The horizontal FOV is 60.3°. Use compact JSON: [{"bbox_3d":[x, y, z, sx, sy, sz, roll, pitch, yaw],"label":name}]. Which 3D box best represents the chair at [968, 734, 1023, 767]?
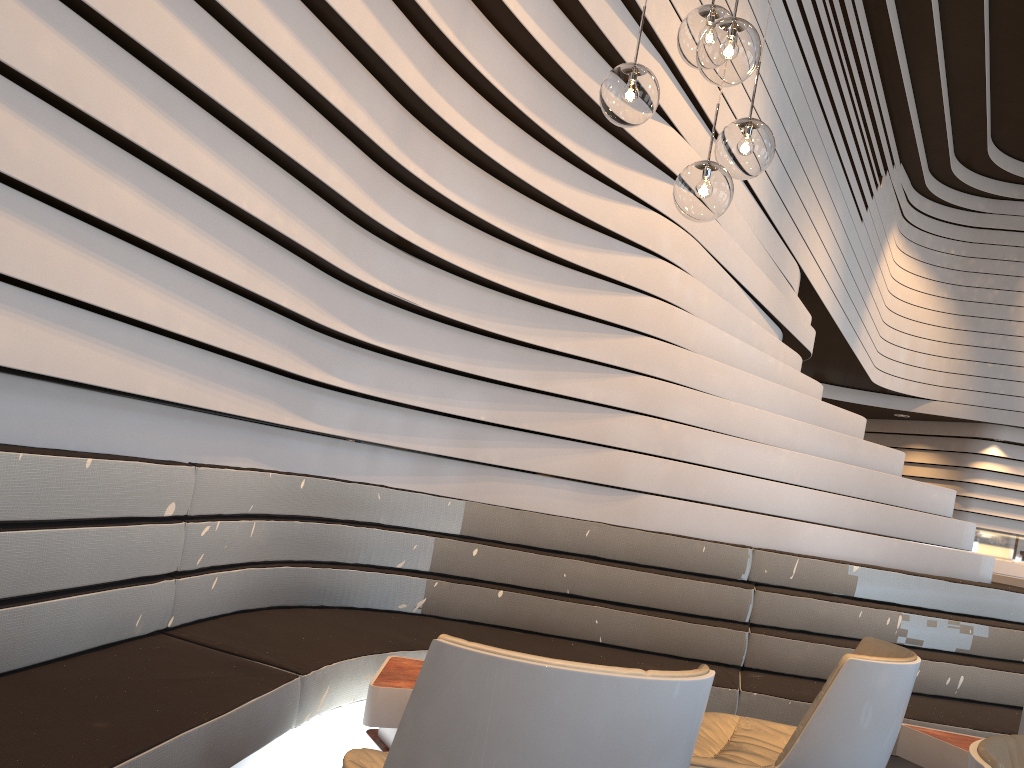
[{"bbox_3d":[0.948,0.964,1.187,0.658,0.765,0.711,11,-3,-21],"label":"chair"}]

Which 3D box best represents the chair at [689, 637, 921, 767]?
[{"bbox_3d":[0.707,1.062,2.501,0.709,0.765,0.660,9,-3,29],"label":"chair"}]

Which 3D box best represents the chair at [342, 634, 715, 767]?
[{"bbox_3d":[-0.004,0.859,1.778,0.658,0.765,0.711,11,-3,-17],"label":"chair"}]

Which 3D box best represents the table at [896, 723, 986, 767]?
[{"bbox_3d":[1.909,1.548,3.198,0.905,0.370,0.415,10,-3,2],"label":"table"}]

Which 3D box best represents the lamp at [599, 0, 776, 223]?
[{"bbox_3d":[0.875,-2.802,2.422,0.532,4.710,0.333,10,0,-9],"label":"lamp"}]

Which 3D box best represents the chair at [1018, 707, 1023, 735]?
[{"bbox_3d":[1.691,1.221,2.374,0.655,0.765,0.714,8,-4,45],"label":"chair"}]

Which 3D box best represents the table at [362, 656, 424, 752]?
[{"bbox_3d":[-0.120,1.165,2.953,0.909,0.370,0.414,12,-4,-24],"label":"table"}]

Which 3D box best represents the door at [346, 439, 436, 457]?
[{"bbox_3d":[-0.804,0.527,6.303,0.968,2.103,0.163,9,0,29],"label":"door"}]
